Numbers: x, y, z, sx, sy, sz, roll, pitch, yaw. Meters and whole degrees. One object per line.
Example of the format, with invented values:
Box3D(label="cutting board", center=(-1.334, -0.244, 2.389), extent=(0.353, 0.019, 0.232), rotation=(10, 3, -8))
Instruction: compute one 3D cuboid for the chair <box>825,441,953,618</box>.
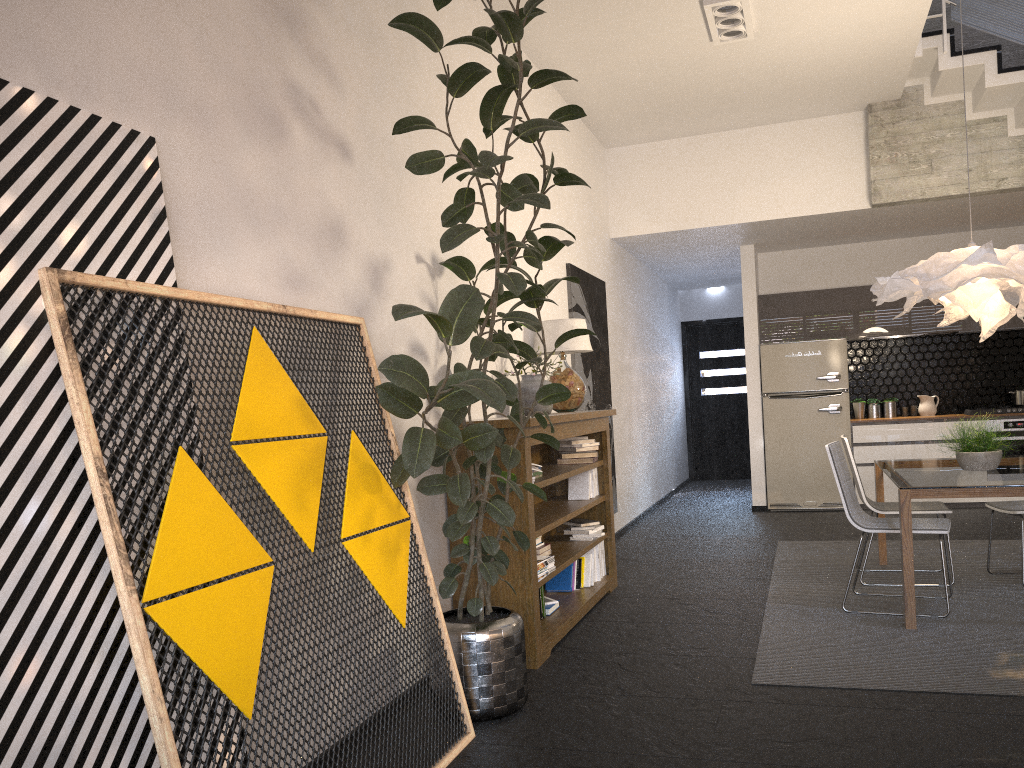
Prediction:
Box3D(label="chair", center=(2.086, 0.776, 4.899), extent=(0.602, 0.921, 0.474), rotation=(-3, 1, 28))

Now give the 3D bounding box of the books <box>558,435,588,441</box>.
Box3D(label="books", center=(0.389, 0.349, 5.714), extent=(0.205, 0.022, 0.155), rotation=(-3, -1, 3))

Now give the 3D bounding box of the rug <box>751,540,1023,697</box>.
Box3D(label="rug", center=(2.713, 1.200, 5.099), extent=(2.373, 0.006, 3.681), rotation=(-4, -1, 18))

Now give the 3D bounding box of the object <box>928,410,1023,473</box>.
Box3D(label="object", center=(2.654, 0.325, 5.080), extent=(0.532, 0.368, 0.667), rotation=(-3, -1, 14))

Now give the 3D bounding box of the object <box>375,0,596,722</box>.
Box3D(label="object", center=(-0.061, -0.272, 3.558), extent=(0.907, 3.204, 2.010), rotation=(-3, 1, -4))

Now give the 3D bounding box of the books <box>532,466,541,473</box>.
Box3D(label="books", center=(0.035, 0.453, 4.617), extent=(0.166, 0.024, 0.227), rotation=(-4, -1, 22))

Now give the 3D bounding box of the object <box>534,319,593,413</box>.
Box3D(label="object", center=(0.329, -0.110, 5.659), extent=(0.389, 0.583, 0.389), rotation=(-3, 1, -12))

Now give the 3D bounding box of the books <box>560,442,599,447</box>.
Box3D(label="books", center=(0.416, 0.393, 5.727), extent=(0.244, 0.019, 0.174), rotation=(-5, -2, 43))

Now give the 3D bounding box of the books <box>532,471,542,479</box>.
Box3D(label="books", center=(0.034, 0.482, 4.627), extent=(0.180, 0.034, 0.243), rotation=(-4, -1, 21))

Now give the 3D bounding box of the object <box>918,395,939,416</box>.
Box3D(label="object", center=(4.250, 0.219, 9.041), extent=(0.190, 0.215, 0.171), rotation=(-3, 1, 32))

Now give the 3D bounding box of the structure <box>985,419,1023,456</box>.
Box3D(label="structure", center=(4.880, 0.623, 8.590), extent=(0.588, 0.589, 0.583), rotation=(-3, 0, 18))

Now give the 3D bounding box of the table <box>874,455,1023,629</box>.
Box3D(label="table", center=(2.702, 0.847, 5.102), extent=(0.998, 0.715, 1.797), rotation=(-3, -1, 18))

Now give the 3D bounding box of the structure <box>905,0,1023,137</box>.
Box3D(label="structure", center=(3.243, -2.973, 5.767), extent=(4.237, 8.319, 8.447), rotation=(-3, 0, 18))

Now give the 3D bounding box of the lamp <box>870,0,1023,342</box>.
Box3D(label="lamp", center=(2.491, -2.842, 4.973), extent=(1.119, 5.220, 1.059), rotation=(-2, 2, 29))

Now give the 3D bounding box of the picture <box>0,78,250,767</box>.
Box3D(label="picture", center=(-0.980, 0.327, 1.966), extent=(0.208, 2.022, 0.956), rotation=(-3, 1, 18))

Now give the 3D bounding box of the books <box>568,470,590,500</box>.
Box3D(label="books", center=(0.425, 0.639, 5.598), extent=(0.135, 0.182, 0.078), rotation=(-3, 1, 18))

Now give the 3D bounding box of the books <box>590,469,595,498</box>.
Box3D(label="books", center=(0.461, 0.637, 5.685), extent=(0.136, 0.189, 0.018), rotation=(-3, 2, 18))

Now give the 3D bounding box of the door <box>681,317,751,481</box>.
Box3D(label="door", center=(3.024, 0.227, 12.586), extent=(1.109, 2.319, 0.160), rotation=(-3, 2, 18))

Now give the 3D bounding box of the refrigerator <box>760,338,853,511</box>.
Box3D(label="refrigerator", center=(3.042, 0.428, 9.145), extent=(0.830, 1.714, 0.768), rotation=(-3, 1, 18))

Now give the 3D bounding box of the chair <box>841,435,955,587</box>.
Box3D(label="chair", center=(2.408, 0.774, 5.566), extent=(0.602, 0.921, 0.474), rotation=(-3, 1, 19))

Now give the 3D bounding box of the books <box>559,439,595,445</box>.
Box3D(label="books", center=(0.398, 0.372, 5.713), extent=(0.175, 0.024, 0.243), rotation=(-3, -2, -27))

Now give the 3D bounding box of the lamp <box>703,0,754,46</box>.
Box3D(label="lamp", center=(1.344, -2.261, 5.467), extent=(0.253, 0.066, 0.644), rotation=(-4, -1, 18))

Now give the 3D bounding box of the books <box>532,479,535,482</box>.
Box3D(label="books", center=(-0.045, 0.481, 4.435), extent=(0.252, 0.011, 0.318), rotation=(-3, -1, -12))

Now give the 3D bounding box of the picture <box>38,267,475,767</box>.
Box3D(label="picture", center=(-0.600, 0.534, 2.650), extent=(0.387, 1.607, 1.495), rotation=(-3, 0, 18))

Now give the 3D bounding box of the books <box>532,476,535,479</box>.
Box3D(label="books", center=(-0.049, 0.471, 4.452), extent=(0.252, 0.011, 0.318), rotation=(-3, -1, -15))

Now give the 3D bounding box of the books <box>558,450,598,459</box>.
Box3D(label="books", center=(2.397, -2.977, 6.855), extent=(5.384, 6.718, 0.360), rotation=(-4, 2, -31))

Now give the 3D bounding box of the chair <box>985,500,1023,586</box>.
Box3D(label="chair", center=(3.228, 0.720, 5.290), extent=(0.601, 0.921, 0.474), rotation=(-3, 1, 4))

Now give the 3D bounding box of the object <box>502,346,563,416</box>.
Box3D(label="object", center=(0.115, -0.026, 5.082), extent=(0.385, 0.413, 0.275), rotation=(-3, 1, -3))

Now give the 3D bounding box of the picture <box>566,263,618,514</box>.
Box3D(label="picture", center=(0.668, 0.115, 7.221), extent=(0.033, 2.030, 1.230), rotation=(-3, 1, 18))

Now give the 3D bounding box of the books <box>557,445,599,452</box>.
Box3D(label="books", center=(0.425, 0.417, 5.728), extent=(0.179, 0.029, 0.225), rotation=(-3, -2, -30))

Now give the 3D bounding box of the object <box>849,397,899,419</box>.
Box3D(label="object", center=(3.763, 0.247, 9.200), extent=(0.482, 0.221, 0.172), rotation=(-3, 0, 15))

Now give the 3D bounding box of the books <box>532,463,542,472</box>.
Box3D(label="books", center=(-0.053, 0.416, 4.478), extent=(0.272, 0.109, 0.322), rotation=(-3, -1, -37))

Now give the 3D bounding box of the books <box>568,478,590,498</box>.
Box3D(label="books", center=(0.426, 0.638, 5.657), extent=(0.136, 0.189, 0.018), rotation=(-3, 2, 18))

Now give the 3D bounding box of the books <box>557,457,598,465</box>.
Box3D(label="books", center=(0.422, 0.484, 5.667), extent=(0.230, 0.034, 0.286), rotation=(-4, -1, 11))

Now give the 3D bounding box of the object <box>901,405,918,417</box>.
Box3D(label="object", center=(4.097, 0.280, 9.131), extent=(0.160, 0.111, 0.077), rotation=(-3, 1, 24))
